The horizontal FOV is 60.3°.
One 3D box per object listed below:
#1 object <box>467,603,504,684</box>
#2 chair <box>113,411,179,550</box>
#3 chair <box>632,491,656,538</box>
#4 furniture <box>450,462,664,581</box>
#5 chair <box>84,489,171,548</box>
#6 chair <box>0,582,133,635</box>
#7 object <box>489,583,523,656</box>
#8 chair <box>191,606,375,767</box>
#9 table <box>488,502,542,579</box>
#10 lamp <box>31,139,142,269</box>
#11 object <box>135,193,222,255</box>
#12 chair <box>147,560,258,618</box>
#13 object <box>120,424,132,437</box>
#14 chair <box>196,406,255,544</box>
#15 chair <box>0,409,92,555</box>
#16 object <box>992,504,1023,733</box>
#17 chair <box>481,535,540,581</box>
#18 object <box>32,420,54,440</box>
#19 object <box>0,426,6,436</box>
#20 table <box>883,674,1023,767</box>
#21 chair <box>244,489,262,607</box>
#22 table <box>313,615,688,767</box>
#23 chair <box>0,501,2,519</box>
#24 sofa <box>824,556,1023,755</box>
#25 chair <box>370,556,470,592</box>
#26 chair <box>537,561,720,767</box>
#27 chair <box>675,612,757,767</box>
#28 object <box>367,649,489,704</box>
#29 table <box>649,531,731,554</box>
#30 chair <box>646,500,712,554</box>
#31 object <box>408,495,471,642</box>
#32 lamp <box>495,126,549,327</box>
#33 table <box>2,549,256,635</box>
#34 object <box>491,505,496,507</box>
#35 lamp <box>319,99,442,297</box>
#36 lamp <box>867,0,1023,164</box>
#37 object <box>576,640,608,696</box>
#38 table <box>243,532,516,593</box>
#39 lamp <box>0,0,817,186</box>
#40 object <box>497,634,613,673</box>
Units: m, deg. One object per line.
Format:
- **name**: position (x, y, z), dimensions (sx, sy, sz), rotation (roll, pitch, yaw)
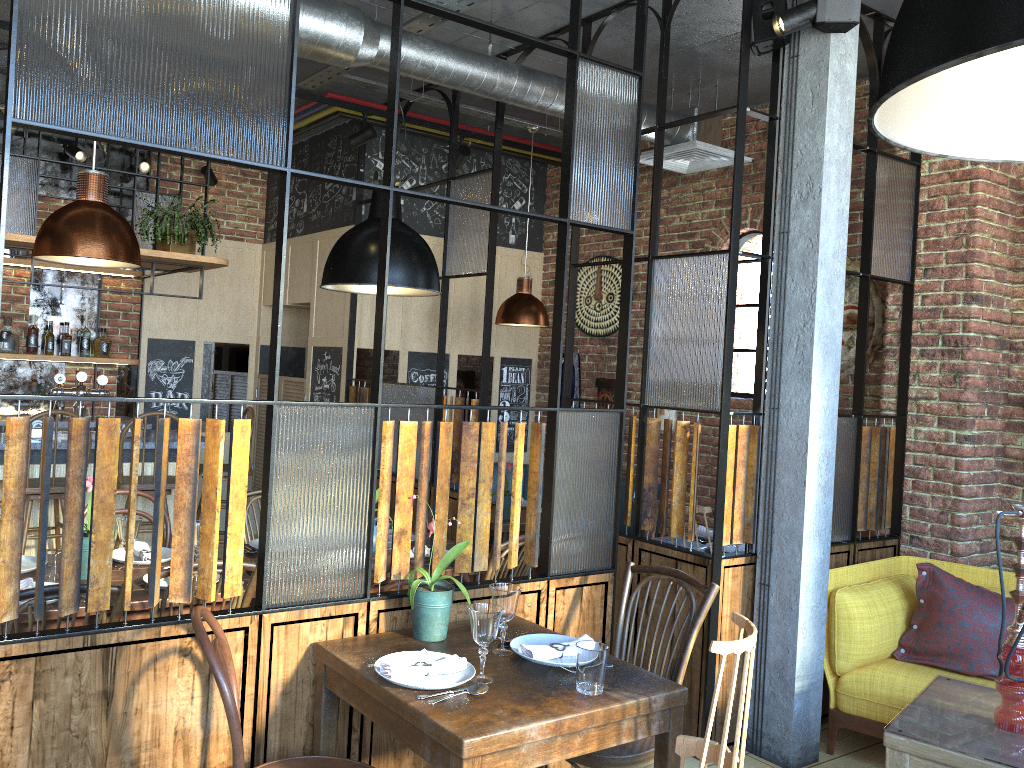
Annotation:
- **object**: position (-0.075, 0.690, 2.342), dimensions (0.100, 0.192, 0.096), rotation (3, 0, 11)
- **chair**: position (-2.233, 0.749, 5.385), dimensions (0.417, 1.195, 0.430), rotation (3, 0, -32)
- **chair**: position (0.897, 1.064, 4.789), dimensions (0.538, 0.915, 0.393), rotation (3, 0, 19)
- **furniture**: position (0.003, 1.040, 6.228), dimensions (1.425, 0.822, 1.509), rotation (3, 1, -36)
- **chair**: position (-1.651, 0.943, 3.718), dimensions (0.426, 0.920, 0.565), rotation (3, 0, -20)
- **chair**: position (-1.366, 0.978, 2.567), dimensions (0.388, 0.915, 0.543), rotation (3, 0, -32)
- **object**: position (-0.024, 0.689, 2.578), dimensions (0.102, 0.192, 0.094), rotation (3, 0, 29)
- **chair**: position (-0.554, 1.028, 2.227), dimensions (0.538, 0.920, 0.447), rotation (3, 0, -14)
- **table**: position (-0.021, 1.156, 5.897), dimensions (0.711, 0.603, 0.778), rotation (3, 1, -36)
- **lamp**: position (-1.473, -1.098, 3.139), dimensions (0.383, 1.335, 0.354), rotation (3, 0, 26)
- **object**: position (-2.103, -1.016, 5.702), dimensions (0.633, 0.369, 0.477), rotation (4, 1, 32)
- **chair**: position (-1.095, 0.987, 2.925), dimensions (0.388, 0.915, 0.543), rotation (3, 0, -32)
- **object**: position (-2.520, 0.301, 5.717), dimensions (0.095, 0.091, 0.170), rotation (3, 1, 28)
- **chair**: position (-2.033, 0.747, 6.154), dimensions (0.397, 1.195, 0.451), rotation (3, 0, -27)
- **chair**: position (-2.694, 0.729, 5.058), dimensions (0.414, 1.195, 0.432), rotation (3, 0, -42)
- **object**: position (1.572, 0.736, 2.762), dimensions (0.177, 0.704, 0.248), rotation (3, 0, 45)
- **chair**: position (-0.179, 1.026, 3.571), dimensions (0.546, 0.915, 0.386), rotation (3, 0, 39)
- **object**: position (-3.110, 0.270, 5.189), dimensions (0.733, 0.106, 0.210), rotation (2, 1, -35)
- **object**: position (-3.137, 0.287, 5.432), dimensions (0.040, 0.059, 0.043), rotation (3, 0, -26)
- **table**: position (1.733, 1.353, 2.696), dimensions (0.980, 0.508, 0.715), rotation (4, 1, 39)
- **chair**: position (-1.047, 0.971, 4.029), dimensions (0.387, 0.915, 0.545), rotation (3, 0, -37)
- **table**: position (-0.072, 1.149, 2.475), dimensions (0.717, 0.727, 0.785), rotation (3, 0, -36)
- **chair**: position (-1.963, 0.932, 3.395), dimensions (0.543, 0.915, 0.388), rotation (3, 0, 29)
- **sofa**: position (2.335, 1.245, 3.420), dimensions (2.089, 0.763, 0.754), rotation (4, 1, 38)
- **chair**: position (-0.420, 1.020, 3.160), dimensions (0.426, 0.920, 0.565), rotation (3, 0, -20)
- **chair**: position (0.331, 1.067, 2.795), dimensions (0.497, 0.915, 0.424), rotation (3, 0, -42)
- **chair**: position (0.323, 1.042, 2.065), dimensions (0.468, 1.006, 0.515), rotation (3, 0, 25)
- **object**: position (-0.221, 0.753, 2.327), dimensions (0.258, 0.051, 0.339), rotation (3, 1, -33)
- **table**: position (1.205, 1.185, 4.425), dimensions (0.717, 0.727, 0.785), rotation (3, 0, -36)
- **chair**: position (0.815, 1.035, 4.055), dimensions (0.561, 1.006, 0.429), rotation (3, 0, 40)
- **object**: position (-0.226, 0.560, 2.688), dimensions (0.208, 0.426, 0.139), rotation (3, 0, -2)
- **lamp**: position (0.105, -1.059, 5.934), dimensions (0.351, 1.335, 0.386), rotation (3, 0, -44)
- **table**: position (-1.515, 1.058, 3.172), dimensions (0.985, 0.727, 0.761), rotation (3, 1, -36)
- **object**: position (-0.289, 0.812, 5.999), dimensions (0.311, 0.051, 0.281), rotation (3, 1, -33)
- **lamp**: position (-0.529, -1.063, 3.804), dimensions (0.511, 1.326, 0.547), rotation (3, 0, -24)
- **lamp**: position (0.694, -0.947, 0.900), dimensions (0.515, 1.326, 0.544), rotation (3, 0, -19)
- **object**: position (0.206, 0.742, 2.301), dimensions (0.088, 0.119, 0.080), rotation (3, 0, 43)
- **table**: position (-0.632, 1.095, 3.797), dimensions (0.985, 0.727, 0.761), rotation (3, 1, -36)
- **lamp**: position (-1.610, -1.649, 3.917), dimensions (6.903, 0.274, 6.550), rotation (2, 1, -36)
- **object**: position (0.119, 0.767, 2.584), dimensions (0.258, 0.051, 0.339), rotation (3, 1, -33)
